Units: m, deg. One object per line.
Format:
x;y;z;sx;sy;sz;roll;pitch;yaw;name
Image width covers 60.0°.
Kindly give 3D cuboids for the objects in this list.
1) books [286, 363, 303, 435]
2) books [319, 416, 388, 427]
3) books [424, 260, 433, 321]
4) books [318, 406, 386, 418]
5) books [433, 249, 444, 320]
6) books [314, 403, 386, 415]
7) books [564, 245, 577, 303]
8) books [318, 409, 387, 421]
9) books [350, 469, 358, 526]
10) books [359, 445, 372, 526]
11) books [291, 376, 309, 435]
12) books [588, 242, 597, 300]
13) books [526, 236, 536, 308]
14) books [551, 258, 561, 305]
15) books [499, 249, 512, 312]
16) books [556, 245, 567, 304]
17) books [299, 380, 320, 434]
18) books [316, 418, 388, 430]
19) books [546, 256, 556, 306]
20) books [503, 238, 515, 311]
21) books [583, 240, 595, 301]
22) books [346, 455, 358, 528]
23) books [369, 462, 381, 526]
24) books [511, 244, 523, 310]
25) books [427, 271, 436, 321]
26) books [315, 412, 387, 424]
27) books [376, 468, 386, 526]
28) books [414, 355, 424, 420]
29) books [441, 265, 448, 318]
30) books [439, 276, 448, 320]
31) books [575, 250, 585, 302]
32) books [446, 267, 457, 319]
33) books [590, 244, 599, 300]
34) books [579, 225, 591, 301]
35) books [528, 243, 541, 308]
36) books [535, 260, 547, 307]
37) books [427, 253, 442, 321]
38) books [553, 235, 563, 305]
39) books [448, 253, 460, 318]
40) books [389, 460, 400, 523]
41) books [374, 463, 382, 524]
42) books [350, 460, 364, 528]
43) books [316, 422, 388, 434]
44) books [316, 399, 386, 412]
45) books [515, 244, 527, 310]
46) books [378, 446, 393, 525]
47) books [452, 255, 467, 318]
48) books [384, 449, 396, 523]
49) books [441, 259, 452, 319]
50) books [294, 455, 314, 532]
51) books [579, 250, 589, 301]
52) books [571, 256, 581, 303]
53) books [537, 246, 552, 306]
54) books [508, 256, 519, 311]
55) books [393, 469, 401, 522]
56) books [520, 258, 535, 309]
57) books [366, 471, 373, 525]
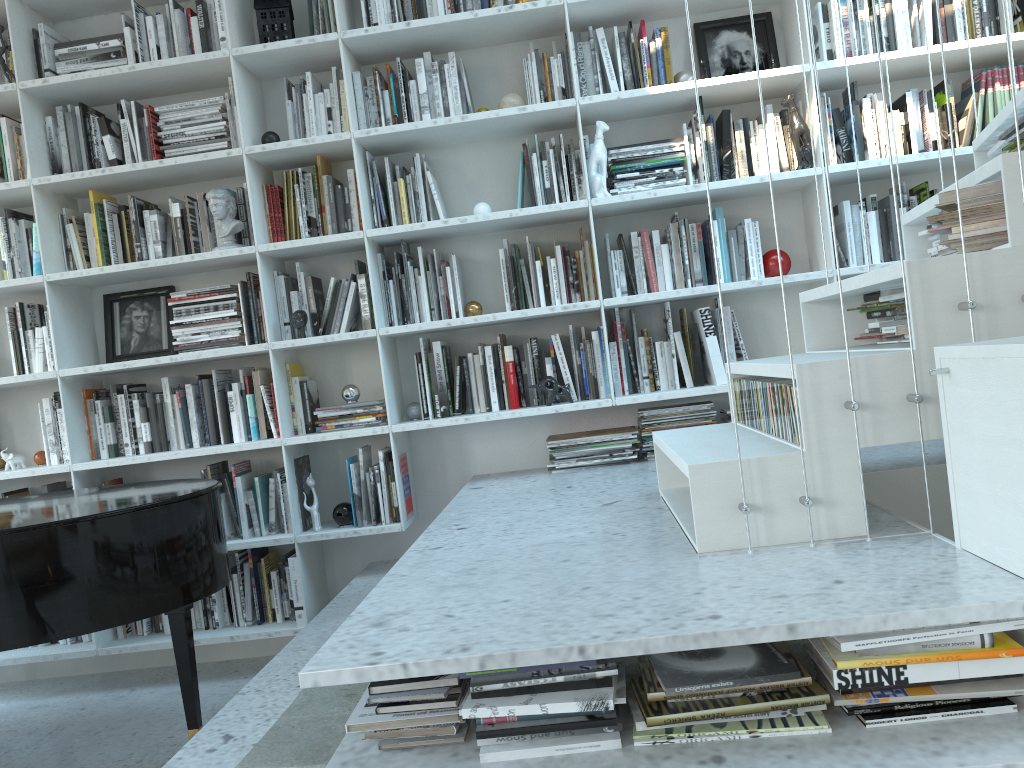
-0.859;0.059;3.565;0.012;0.285;0.159;-7;2;4;books
-0.610;0.142;3.488;0.254;0.012;0.160;-7;1;10;books
-0.317;-0.358;3.507;0.007;0.247;0.153;-7;2;4;books
-0.616;0.106;3.478;0.254;0.012;0.161;-7;1;4;books
-0.277;-0.382;3.505;0.006;0.285;0.159;-7;2;4;books
-0.616;0.094;3.487;0.285;0.012;0.159;-7;1;8;books
0.230;-0.419;3.462;0.021;0.232;0.155;-7;2;4;books
-0.613;0.118;3.489;0.254;0.012;0.160;-7;1;9;books
-0.597;0.432;3.469;0.012;0.229;0.129;-7;2;4;books
-0.565;0.392;3.467;0.032;0.300;0.149;-7;2;4;books
-0.836;0.084;3.564;0.027;0.229;0.141;-7;2;4;books
0.314;-0.431;3.471;0.007;0.235;0.131;-7;2;4;books
0.080;-0.427;3.478;0.007;0.285;0.159;-7;2;4;books
0.173;-0.387;3.452;0.019;0.183;0.190;-7;1;4;books
-0.021;-0.398;3.482;0.019;0.252;0.130;-7;2;4;books
0.194;-0.413;3.452;0.018;0.229;0.181;-7;1;4;books
-0.806;0.090;3.564;0.030;0.210;0.136;-7;2;4;books
-0.608;0.154;3.491;0.285;0.012;0.159;-7;1;9;books
0.156;-0.391;3.458;0.015;0.195;0.175;-7;1;4;books
-0.006;-0.419;3.493;0.016;0.290;0.131;-7;2;4;books
0.301;-0.432;3.468;0.019;0.241;0.134;-7;2;4;books
-0.609;0.416;3.460;0.005;0.264;0.162;-7;2;4;books
-0.521;0.425;3.439;0.026;0.225;0.175;-7;1;4;books
0.026;-0.409;3.477;0.015;0.262;0.149;-7;2;4;books
-0.304;-0.337;3.505;0.013;0.203;0.167;-7;1;4;books
-0.612;0.130;3.485;0.285;0.012;0.159;-7;1;7;books
-0.490;0.428;3.436;0.011;0.212;0.178;-7;1;4;books
-0.353;0.012;3.518;0.012;0.254;0.161;-7;2;4;books
-0.254;-0.354;3.505;0.008;0.223;0.133;-7;2;4;books
-0.261;-0.331;3.505;0.013;0.179;0.140;-7;1;4;books
0.266;-0.410;3.462;0.016;0.205;0.141;-7;1;4;books
-0.228;-0.349;3.490;0.014;0.207;0.180;-7;1;4;books
0.322;-0.426;3.462;0.009;0.224;0.146;-7;2;4;books
0.283;-0.457;3.441;0.007;0.295;0.162;-7;2;4;books
0.093;-0.411;3.452;0.018;0.251;0.184;-7;1;4;books
0.115;-0.379;3.451;0.018;0.182;0.182;-7;1;4;books
-0.297;-0.370;3.491;0.012;0.267;0.183;-7;1;4;books
0.179;-0.434;3.453;0.006;0.274;0.172;-7;2;4;books
-0.217;-0.377;3.493;0.014;0.261;0.141;-7;2;4;books
-0.443;0.411;3.447;0.013;0.233;0.149;-7;2;4;books
-0.501;0.422;3.453;0.012;0.226;0.149;-7;2;4;books
-0.587;0.423;3.450;0.014;0.246;0.176;-7;1;4;books
-0.607;0.166;3.487;0.285;0.012;0.159;-7;1;7;books
-0.619;0.082;3.480;0.254;0.012;0.160;-7;1;13;books
0.037;-0.408;3.475;0.008;0.259;0.158;-7;2;4;books
-0.478;0.389;3.441;0.021;0.285;0.172;-7;2;4;books
-0.203;-0.374;3.493;0.013;0.251;0.172;-7;1;4;books
-0.458;0.394;3.461;0.015;0.271;0.157;-7;2;4;books
-0.244;-0.362;3.494;0.015;0.238;0.176;-7;1;4;books
-0.817;0.430;3.519;0.012;0.285;0.159;-7;2;4;books
0.279;-0.410;3.451;0.013;0.204;0.158;-7;1;4;books
0.249;-0.395;3.435;0.016;0.180;0.189;-7;1;4;books
0.132;-0.413;3.478;0.030;0.244;0.135;-7;2;4;books
0.012;-0.383;3.465;0.016;0.216;0.177;-7;1;4;books
-0.428;0.423;3.458;0.012;0.206;0.160;-7;1;4;books
0.061;-0.386;3.494;0.031;0.208;0.122;-7;2;4;books
-0.537;0.438;3.465;0.013;0.202;0.139;-7;1;4;books
